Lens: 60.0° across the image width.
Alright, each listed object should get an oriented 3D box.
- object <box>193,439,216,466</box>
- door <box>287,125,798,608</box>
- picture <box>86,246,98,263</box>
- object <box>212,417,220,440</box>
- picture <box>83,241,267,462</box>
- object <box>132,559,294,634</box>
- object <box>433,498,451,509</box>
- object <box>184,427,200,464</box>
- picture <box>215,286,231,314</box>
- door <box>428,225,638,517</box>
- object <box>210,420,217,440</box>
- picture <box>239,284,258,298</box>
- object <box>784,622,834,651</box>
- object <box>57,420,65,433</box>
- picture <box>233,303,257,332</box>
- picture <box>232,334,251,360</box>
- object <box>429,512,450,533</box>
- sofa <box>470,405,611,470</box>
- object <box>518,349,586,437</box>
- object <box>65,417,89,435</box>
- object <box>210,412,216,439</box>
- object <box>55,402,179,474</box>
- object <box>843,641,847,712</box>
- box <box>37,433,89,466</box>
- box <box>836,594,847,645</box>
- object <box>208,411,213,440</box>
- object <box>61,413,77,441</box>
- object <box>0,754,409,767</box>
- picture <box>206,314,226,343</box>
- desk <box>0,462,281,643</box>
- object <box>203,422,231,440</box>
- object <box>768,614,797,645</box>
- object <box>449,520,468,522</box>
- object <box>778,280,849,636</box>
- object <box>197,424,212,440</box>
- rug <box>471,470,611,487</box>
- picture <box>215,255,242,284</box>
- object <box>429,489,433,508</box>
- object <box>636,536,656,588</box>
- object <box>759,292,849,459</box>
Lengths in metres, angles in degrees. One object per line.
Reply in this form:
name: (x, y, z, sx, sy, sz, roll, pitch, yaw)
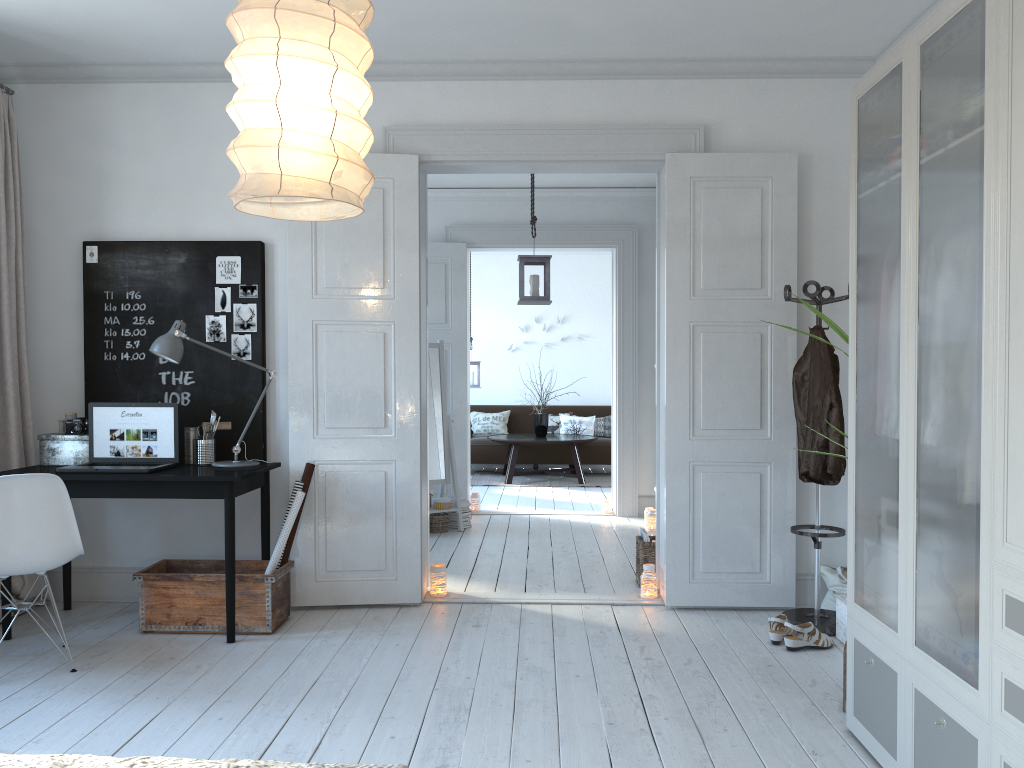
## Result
object: (-1.547, 0.356, 4.453, 0.108, 0.128, 0.108, 0, 1, 17)
door: (0.163, -0.081, 4.766, 2.598, 2.506, 0.577, 0, 1, 2)
picture: (-2.201, -0.662, 4.653, 0.061, 0.088, 0.004, 0, 2, -2)
object: (-1.506, 0.298, 4.450, 0.084, 0.240, 0.009, 0, 2, -21)
picture: (-1.779, -0.149, 4.683, 0.953, 1.173, 0.064, 0, 2, 2)
object: (-1.430, 1.037, 4.279, 0.664, 0.282, 0.339, 0, 1, 2)
object: (-0.552, 0.942, 6.912, 0.142, 0.074, 0.142, 0, 1, -15)
object: (-1.634, 0.331, 4.526, 0.079, 0.188, 0.079, 0, 1, -19)
picture: (-1.509, -0.427, 4.638, 0.083, 0.146, 0.002, 0, 2, 2)
door: (0.254, -0.102, 7.779, 2.598, 2.506, 0.577, 0, 1, 2)
object: (-1.518, 0.307, 4.456, 0.009, 0.222, 0.082, 1, 2, 31)
picture: (-1.374, -0.474, 4.633, 0.095, 0.071, 0.001, 0, 2, 2)
object: (1.324, 1.110, 3.954, 0.272, 0.126, 0.099, 0, 1, -26)
object: (-2.284, 0.235, 4.498, 0.040, 0.069, 0.040, 0, 1, -10)
picture: (-1.394, -0.335, 4.636, 0.121, 0.153, 0.002, 0, 2, 2)
picture: (-1.415, -0.182, 4.641, 0.103, 0.136, 0.001, 0, 2, 2)
object: (-0.610, 1.090, 6.934, 0.185, 0.140, 0.295, 0, 1, -27)
sofa: (0.382, 0.700, 11.175, 2.165, 0.825, 0.968, 0, 1, 2)
object: (0.460, 0.097, 10.305, 0.845, 1.066, 0.525, -1, 1, -27)
object: (-2.139, 0.226, 4.360, 0.137, 0.087, 0.073, 0, 1, 2)
object: (-1.520, 0.285, 4.465, 0.012, 0.264, 0.062, 2, 2, 44)
object: (-1.858, 0.266, 4.185, 0.445, 0.315, 0.325, 0, 1, 2)
object: (1.273, 1.004, 3.225, 0.132, 0.352, 0.137, 1, 2, 24)
box: (-2.197, 0.345, 4.456, 0.317, 0.152, 0.193, 0, 1, 2)
box: (1.655, 1.062, 3.787, 0.376, 0.218, 0.641, 0, 1, 2)
object: (-1.525, 0.282, 4.465, 0.008, 0.268, 0.060, 1, 2, 18)
object: (-2.232, 0.231, 4.430, 0.056, 0.130, 0.167, 0, 1, 0)
object: (-0.877, 0.635, 1.324, 1.460, 0.104, 0.405, 0, 0, 2)
picture: (-1.548, -0.275, 4.642, 0.107, 0.150, 0.001, 0, 2, 2)
desk: (-1.786, 0.800, 4.283, 1.159, 0.759, 0.651, 0, 1, 2)
object: (-1.499, 0.312, 4.504, 0.138, 0.209, 0.034, 0, 2, -18)
object: (1.237, 1.109, 4.097, 0.099, 0.126, 0.272, 1, 1, 34)
object: (-0.452, 1.096, 7.100, 0.156, 0.014, 0.111, 0, 1, 45)
object: (1.481, 0.340, 4.295, 0.374, 1.659, 0.374, 0, 1, 9)
object: (-1.557, 0.315, 4.463, 0.081, 0.198, 0.050, 1, 2, 27)
rug: (0.353, 1.102, 10.424, 1.710, 0.055, 1.455, 0, 0, 2)
picture: (-1.476, -0.587, 4.632, 0.147, 0.154, 0.004, 0, 2, 2)
object: (-0.736, 0.901, 7.013, 0.207, 0.159, 0.241, 0, 1, 9)
object: (0.861, 1.033, 5.162, 0.270, 0.265, 0.223, 0, 1, 2)
object: (1.455, 0.398, 3.342, 1.043, 1.554, 0.288, 1, 2, 31)
